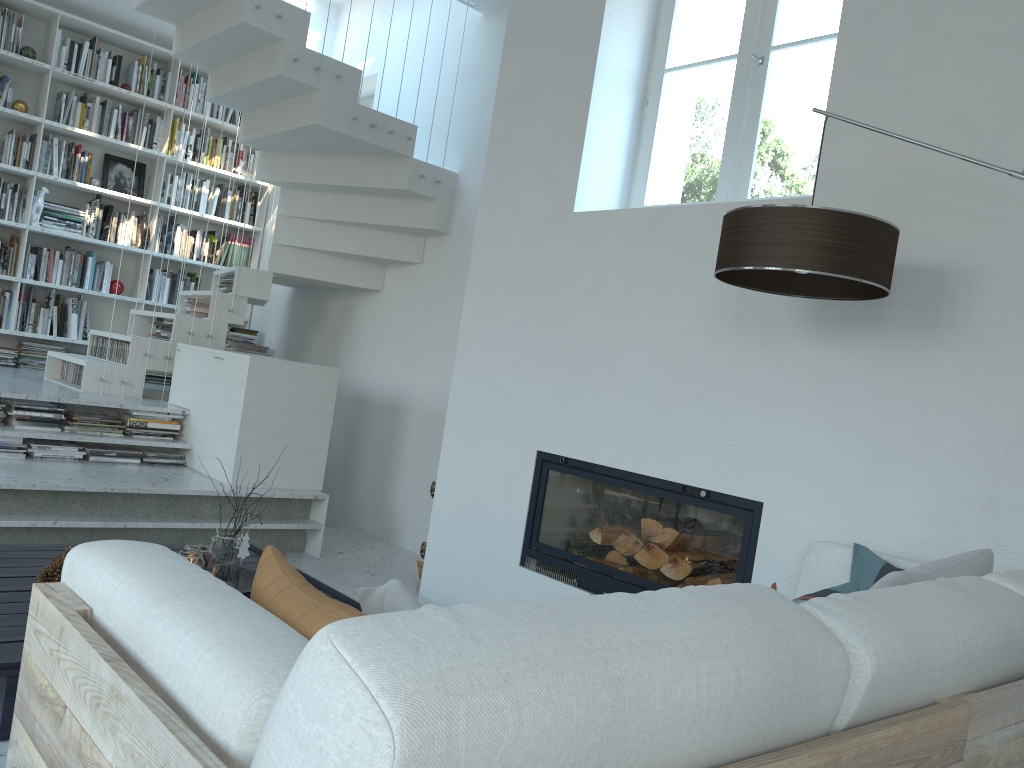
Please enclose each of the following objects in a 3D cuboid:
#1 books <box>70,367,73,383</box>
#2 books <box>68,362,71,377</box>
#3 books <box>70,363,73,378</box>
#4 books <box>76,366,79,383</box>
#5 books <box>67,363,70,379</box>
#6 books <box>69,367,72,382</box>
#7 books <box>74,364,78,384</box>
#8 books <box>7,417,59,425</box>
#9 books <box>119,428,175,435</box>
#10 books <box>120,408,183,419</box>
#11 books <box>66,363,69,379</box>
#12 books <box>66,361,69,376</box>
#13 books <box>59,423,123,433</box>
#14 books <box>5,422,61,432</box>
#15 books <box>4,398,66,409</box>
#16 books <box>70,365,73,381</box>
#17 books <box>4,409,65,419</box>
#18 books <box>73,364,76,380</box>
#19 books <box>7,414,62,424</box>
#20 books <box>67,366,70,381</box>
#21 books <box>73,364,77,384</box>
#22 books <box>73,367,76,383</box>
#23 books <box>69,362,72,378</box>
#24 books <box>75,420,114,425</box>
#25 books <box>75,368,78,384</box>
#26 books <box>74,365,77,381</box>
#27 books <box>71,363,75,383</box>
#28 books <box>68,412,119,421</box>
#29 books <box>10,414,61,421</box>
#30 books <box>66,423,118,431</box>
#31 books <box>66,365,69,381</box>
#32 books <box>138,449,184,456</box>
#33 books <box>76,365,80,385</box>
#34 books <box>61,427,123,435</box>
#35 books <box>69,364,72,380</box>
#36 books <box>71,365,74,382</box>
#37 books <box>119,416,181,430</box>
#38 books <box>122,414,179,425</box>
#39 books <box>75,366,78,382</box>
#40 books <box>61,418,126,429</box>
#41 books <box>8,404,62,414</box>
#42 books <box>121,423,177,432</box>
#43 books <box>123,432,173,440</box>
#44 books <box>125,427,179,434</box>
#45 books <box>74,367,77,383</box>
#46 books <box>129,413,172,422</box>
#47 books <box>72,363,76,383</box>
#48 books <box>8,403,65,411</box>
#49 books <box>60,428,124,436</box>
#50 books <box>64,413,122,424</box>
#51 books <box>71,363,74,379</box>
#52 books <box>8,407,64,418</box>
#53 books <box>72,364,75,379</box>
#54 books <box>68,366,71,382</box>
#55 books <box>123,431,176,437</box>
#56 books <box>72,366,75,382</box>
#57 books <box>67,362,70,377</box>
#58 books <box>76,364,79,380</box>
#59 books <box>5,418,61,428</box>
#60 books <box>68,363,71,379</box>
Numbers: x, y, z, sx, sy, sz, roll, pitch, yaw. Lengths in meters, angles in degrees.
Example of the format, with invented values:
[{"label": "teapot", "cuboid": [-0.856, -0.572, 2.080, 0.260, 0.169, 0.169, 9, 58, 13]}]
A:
[{"label": "books", "cuboid": [-2.699, -0.064, 5.573, 0.125, 0.125, 0.008, 9, 1, -41]}, {"label": "books", "cuboid": [-2.740, -0.070, 5.619, 0.125, 0.125, 0.008, 9, 1, -41]}, {"label": "books", "cuboid": [-2.709, -0.065, 5.584, 0.125, 0.125, 0.007, 9, 1, -41]}, {"label": "books", "cuboid": [-2.619, -0.052, 5.480, 0.125, 0.125, 0.007, 9, 1, -41]}, {"label": "books", "cuboid": [-2.749, -0.072, 5.630, 0.125, 0.125, 0.007, 9, 1, -41]}, {"label": "books", "cuboid": [-2.714, -0.066, 5.590, 0.125, 0.125, 0.007, 9, 1, -41]}, {"label": "books", "cuboid": [-2.639, -0.055, 5.503, 0.125, 0.125, 0.007, 9, 1, -41]}, {"label": "books", "cuboid": [-2.466, 0.189, 4.567, 0.131, 0.012, 0.208, 9, 0, 45]}, {"label": "books", "cuboid": [-2.035, 0.261, 4.946, 0.131, 0.016, 0.262, 9, 0, 44]}, {"label": "books", "cuboid": [-2.003, 0.162, 4.926, 0.180, 0.013, 0.286, 9, 0, 44]}, {"label": "books", "cuboid": [-2.765, -0.074, 5.648, 0.125, 0.125, 0.008, 9, 1, -41]}, {"label": "books", "cuboid": [-2.770, -0.075, 5.654, 0.125, 0.125, 0.008, 9, 1, -41]}, {"label": "books", "cuboid": [-2.260, 0.235, 4.751, 0.294, 0.014, 0.133, 9, 0, -44]}, {"label": "books", "cuboid": [-2.458, 0.217, 4.552, 0.216, 0.015, 0.177, 9, 0, -43]}, {"label": "books", "cuboid": [-2.457, 0.100, 4.570, 0.261, 0.016, 0.128, 9, 0, -42]}, {"label": "books", "cuboid": [-2.704, -0.065, 5.579, 0.125, 0.125, 0.008, 9, 1, -41]}, {"label": "books", "cuboid": [-2.454, 0.155, 4.558, 0.260, 0.009, 0.152, 9, 0, -38]}, {"label": "books", "cuboid": [-2.664, -0.058, 5.532, 0.125, 0.125, 0.009, 9, 1, -41]}, {"label": "books", "cuboid": [-2.449, 0.179, 4.549, 0.215, 0.013, 0.189, 9, 0, -42]}, {"label": "books", "cuboid": [-2.745, -0.071, 5.625, 0.125, 0.125, 0.007, 9, 1, -41]}, {"label": "books", "cuboid": [-2.653, -0.057, 5.520, 0.125, 0.125, 0.007, 9, 1, -41]}, {"label": "books", "cuboid": [-2.658, -0.058, 5.526, 0.125, 0.125, 0.008, 9, 1, -41]}, {"label": "books", "cuboid": [-2.725, -0.068, 5.602, 0.125, 0.125, 0.008, 9, 1, -41]}, {"label": "books", "cuboid": [-2.248, 0.195, 4.744, 0.179, 0.010, 0.160, 9, 0, -39]}, {"label": "books", "cuboid": [-2.629, -0.053, 5.492, 0.125, 0.125, 0.007, 9, 1, -41]}, {"label": "books", "cuboid": [-2.649, -0.056, 5.515, 0.125, 0.125, 0.008, 9, 1, -41]}, {"label": "books", "cuboid": [-2.684, -0.062, 5.555, 0.125, 0.125, 0.008, 9, 1, -41]}, {"label": "books", "cuboid": [-2.236, 0.173, 4.734, 0.173, 0.011, 0.203, 9, 0, 44]}, {"label": "books", "cuboid": [-2.454, 0.166, 4.556, 0.210, 0.012, 0.168, 9, 0, -40]}, {"label": "books", "cuboid": [-2.247, 0.222, 4.739, 0.215, 0.015, 0.177, 9, 0, -40]}, {"label": "books", "cuboid": [-2.759, -0.073, 5.642, 0.125, 0.125, 0.008, 9, 1, -41]}, {"label": "books", "cuboid": [-1.940, 0.380, 4.898, 0.215, 0.007, 0.130, 9, 0, -39]}, {"label": "books", "cuboid": [-2.614, -0.051, 5.475, 0.125, 0.125, 0.010, 9, 1, -41]}, {"label": "books", "cuboid": [-2.248, 0.247, 4.736, 0.287, 0.005, 0.165, 9, 0, -36]}, {"label": "books", "cuboid": [-2.720, -0.067, 5.596, 0.125, 0.125, 0.009, 9, 1, -41]}, {"label": "books", "cuboid": [-2.689, -0.062, 5.561, 0.125, 0.125, 0.007, 9, 1, -41]}, {"label": "books", "cuboid": [-2.019, 0.218, 4.935, 0.284, 0.030, 0.176, 9, 0, -40]}, {"label": "books", "cuboid": [-2.011, 0.198, 4.929, 0.262, 0.012, 0.179, 9, 0, -37]}, {"label": "books", "cuboid": [-2.634, -0.054, 5.498, 0.125, 0.125, 0.008, 9, 1, -41]}, {"label": "books", "cuboid": [-2.235, 0.209, 4.727, 0.187, 0.014, 0.273, 9, 0, 44]}, {"label": "books", "cuboid": [-2.453, 0.127, 4.561, 0.221, 0.018, 0.154, 9, 0, -40]}, {"label": "books", "cuboid": [-2.028, 0.239, 4.942, 0.268, 0.014, 0.159, 9, 0, -42]}, {"label": "books", "cuboid": [-2.028, 0.285, 4.935, 0.220, 0.011, 0.177, 9, 0, -43]}, {"label": "books", "cuboid": [-2.017, 0.252, 4.927, 0.281, 0.008, 0.181, 9, 0, -36]}, {"label": "books", "cuboid": [-2.644, -0.055, 5.509, 0.125, 0.125, 0.009, 9, 1, -41]}, {"label": "books", "cuboid": [-2.013, 0.179, 4.934, 0.192, 0.024, 0.167, 9, 0, -36]}, {"label": "books", "cuboid": [-2.668, -0.059, 5.537, 0.125, 0.125, 0.008, 9, 1, -41]}, {"label": "books", "cuboid": [-2.445, 0.114, 4.555, 0.159, 0.009, 0.228, 9, 0, 45]}, {"label": "books", "cuboid": [-2.249, 0.253, 4.736, 0.291, 0.007, 0.174, 9, 0, -38]}, {"label": "books", "cuboid": [-2.243, 0.184, 4.740, 0.246, 0.013, 0.172, 9, 0, -42]}, {"label": "books", "cuboid": [-2.694, -0.063, 5.567, 0.125, 0.125, 0.008, 9, 1, -41]}, {"label": "books", "cuboid": [-2.439, 0.145, 4.542, 0.230, 0.015, 0.189, 9, 0, -36]}, {"label": "books", "cuboid": [-2.679, -0.061, 5.549, 0.125, 0.125, 0.008, 9, 1, -41]}, {"label": "books", "cuboid": [-2.730, -0.069, 5.608, 0.125, 0.125, 0.007, 9, 1, -41]}, {"label": "books", "cuboid": [-2.033, 0.274, 4.942, 0.259, 0.009, 0.152, 9, 0, -44]}, {"label": "books", "cuboid": [-2.674, -0.060, 5.544, 0.125, 0.125, 0.008, 9, 1, -41]}, {"label": "books", "cuboid": [-2.754, -0.072, 5.636, 0.125, 0.125, 0.007, 9, 1, -41]}, {"label": "books", "cuboid": [-2.624, -0.052, 5.486, 0.125, 0.125, 0.007, 9, 1, -41]}, {"label": "books", "cuboid": [-2.465, 0.202, 4.563, 0.227, 0.013, 0.148, 9, 0, -43]}, {"label": "books", "cuboid": [-2.735, -0.069, 5.614, 0.125, 0.125, 0.008, 9, 1, -41]}]
